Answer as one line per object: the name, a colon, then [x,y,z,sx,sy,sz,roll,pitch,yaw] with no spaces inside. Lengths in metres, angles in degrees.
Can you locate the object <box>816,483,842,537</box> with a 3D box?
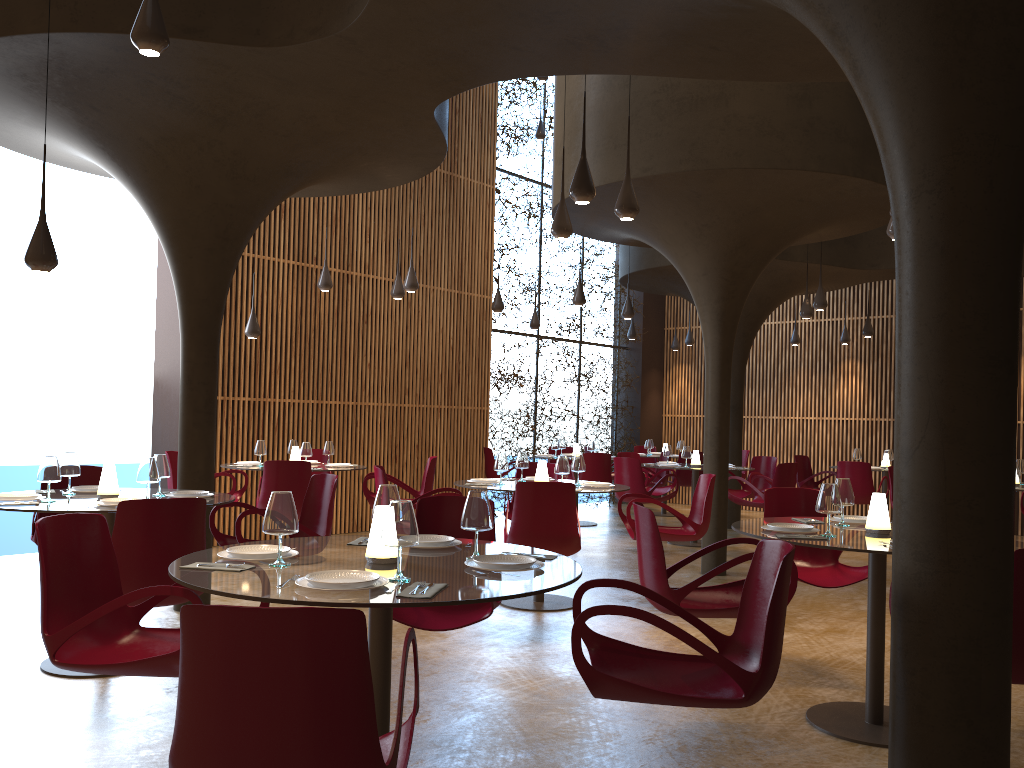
object: [1.793,0.711,5.016,0.142,0.295,0.142,1,-1,36]

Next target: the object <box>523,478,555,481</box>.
object: [0.270,0.969,8.981,0.332,0.014,0.332,3,-3,-32]

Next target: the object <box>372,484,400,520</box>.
object: [-0.573,0.611,4.073,0.142,0.295,0.142,2,-1,-41]

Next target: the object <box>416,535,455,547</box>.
object: [-0.404,0.749,4.228,0.263,0.029,0.263,1,-2,12]

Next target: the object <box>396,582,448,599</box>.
object: [-0.312,0.723,3.104,0.126,0.017,0.262,1,-2,9]

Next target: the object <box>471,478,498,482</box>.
object: [-0.264,0.924,8.463,0.263,0.029,0.263,1,-2,14]

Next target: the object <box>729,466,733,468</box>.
object: [2.989,1.174,12.529,0.263,0.029,0.263,3,-3,-25]

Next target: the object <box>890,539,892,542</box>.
object: [2.170,0.844,4.672,0.332,0.014,0.332,3,-3,-24]

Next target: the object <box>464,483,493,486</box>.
object: [-0.305,0.928,8.164,0.262,0.017,0.126,1,-2,4]

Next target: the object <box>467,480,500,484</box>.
object: [-0.264,0.934,8.463,0.332,0.014,0.332,1,-2,4]

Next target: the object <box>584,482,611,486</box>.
object: [0.805,0.948,8.358,0.263,0.029,0.263,2,-2,-3]

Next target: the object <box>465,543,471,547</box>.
object: [-0.400,0.760,4.228,0.410,0.012,0.204,1,-2,1]

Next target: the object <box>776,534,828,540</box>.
object: [1.592,0.845,4.880,0.262,0.017,0.126,1,-2,3]

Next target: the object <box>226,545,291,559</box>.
object: [-1.072,0.713,3.752,0.263,0.029,0.263,2,-2,-21]

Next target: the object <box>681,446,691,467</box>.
object: [2.476,1.035,12.586,0.142,0.295,0.142,1,-1,33]

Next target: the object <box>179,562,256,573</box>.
object: [-1.149,0.716,3.459,0.262,0.017,0.126,1,-2,11]

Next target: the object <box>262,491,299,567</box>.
object: [-0.930,0.582,3.566,0.142,0.295,0.142,2,-1,-35]

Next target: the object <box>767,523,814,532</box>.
object: [1.627,0.841,5.181,0.263,0.029,0.263,2,-2,-13]

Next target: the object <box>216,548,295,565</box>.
object: [-1.073,0.724,3.756,0.204,0.012,0.411,1,-2,7]

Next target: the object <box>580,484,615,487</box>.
object: [0.805,0.958,8.358,0.332,0.014,0.332,3,-3,-25]

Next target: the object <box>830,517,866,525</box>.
object: [2.222,0.889,5.745,0.332,0.014,0.332,4,-3,-41]

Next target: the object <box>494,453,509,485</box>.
object: [-0.101,0.795,8.295,0.142,0.295,0.142,1,-1,37]

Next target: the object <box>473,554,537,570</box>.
object: [-0.030,0.736,3.656,0.263,0.029,0.263,0,-3,34]

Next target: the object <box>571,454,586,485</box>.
object: [0.637,0.823,8.518,0.142,0.295,0.142,2,-1,-35]

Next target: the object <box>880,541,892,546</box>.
object: [2.165,0.845,4.671,0.410,0.012,0.204,2,-2,-3]

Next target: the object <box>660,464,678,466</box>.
object: [2.242,1.158,12.620,0.263,0.029,0.263,3,-3,-40]

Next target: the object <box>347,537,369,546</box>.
object: [-0.703,0.760,4.274,0.126,0.017,0.262,1,-2,5]

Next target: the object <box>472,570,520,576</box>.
object: [-0.031,0.747,3.651,0.204,0.012,0.411,1,-2,11]

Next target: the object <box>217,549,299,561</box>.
object: [-1.073,0.722,3.752,0.332,0.014,0.332,0,-3,24]

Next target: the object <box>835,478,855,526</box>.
object: [2.076,0.741,5.568,0.142,0.295,0.142,1,-1,7]

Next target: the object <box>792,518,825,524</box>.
object: [1.919,0.888,5.749,0.126,0.017,0.262,2,-2,-3]

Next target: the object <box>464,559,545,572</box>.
object: [-0.030,0.746,3.656,0.332,0.014,0.332,2,-2,-17]

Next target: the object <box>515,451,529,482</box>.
object: [0.100,0.821,8.827,0.142,0.295,0.142,2,-1,-6]

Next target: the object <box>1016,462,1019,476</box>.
object: [5.580,1.007,9.893,0.142,0.295,0.142,1,-1,33]

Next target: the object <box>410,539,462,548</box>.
object: [-0.404,0.759,4.228,0.332,0.014,0.332,3,-3,-30]

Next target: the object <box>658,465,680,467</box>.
object: [2.242,1.167,12.620,0.332,0.014,0.332,0,-3,34]

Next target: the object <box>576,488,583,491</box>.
object: [0.564,0.939,7.865,0.126,0.017,0.262,1,-2,10]

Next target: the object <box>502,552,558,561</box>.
object: [0.064,0.767,3.943,0.262,0.017,0.126,1,-2,15]

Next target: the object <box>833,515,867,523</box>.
object: [2.222,0.879,5.745,0.263,0.029,0.263,2,-2,-12]

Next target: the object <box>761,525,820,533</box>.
object: [1.626,0.850,5.180,0.332,0.014,0.332,0,-3,39]

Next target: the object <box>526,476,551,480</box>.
object: [0.270,0.959,8.981,0.263,0.029,0.263,1,-2,12]

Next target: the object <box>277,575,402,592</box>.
object: [-0.611,0.712,3.172,0.410,0.012,0.204,1,-2,5]

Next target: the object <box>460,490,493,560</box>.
object: [-0.153,0.614,3.854,0.142,0.295,0.142,1,-1,25]

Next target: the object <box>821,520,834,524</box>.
object: [2.226,0.890,5.746,0.411,0.012,0.204,2,-2,-7]

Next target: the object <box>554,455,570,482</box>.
object: [0.457,0.800,8.079,0.142,0.295,0.142,2,-1,-3]

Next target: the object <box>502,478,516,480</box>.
object: [-0.029,0.970,9.030,0.126,0.017,0.262,1,-2,6]

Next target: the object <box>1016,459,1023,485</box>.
object: [6.027,1.044,10.521,0.142,0.295,0.142,2,-1,-16]
